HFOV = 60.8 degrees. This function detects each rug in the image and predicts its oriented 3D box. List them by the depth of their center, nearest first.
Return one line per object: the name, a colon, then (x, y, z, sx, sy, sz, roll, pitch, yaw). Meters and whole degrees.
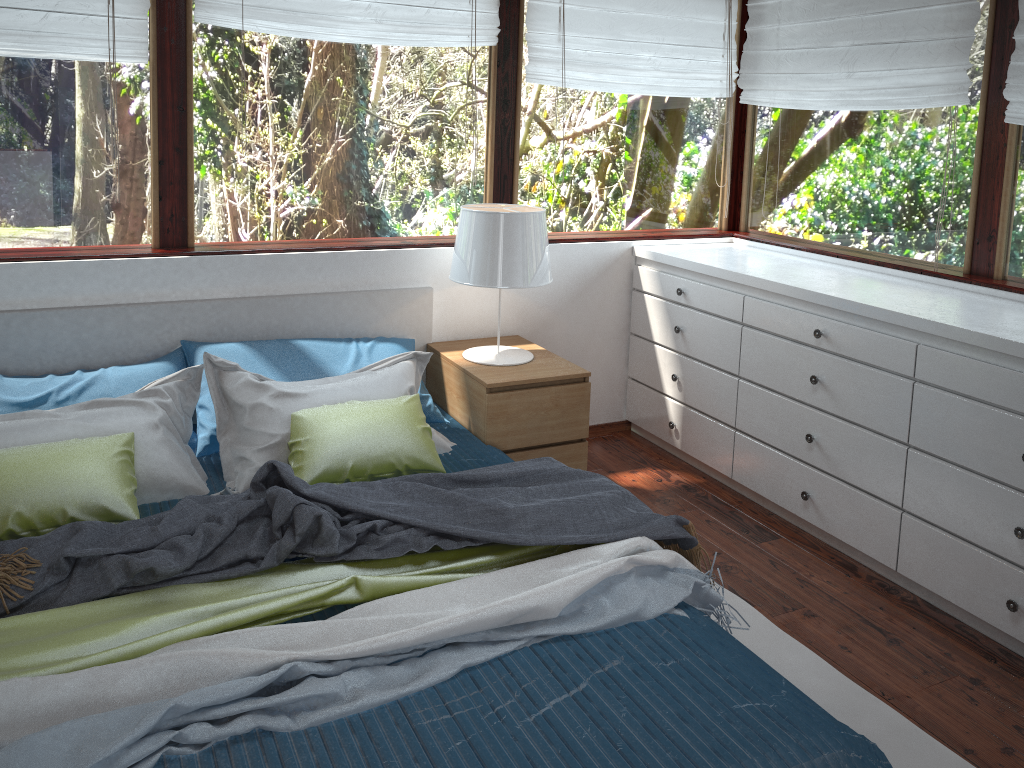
rug: (-0.362, 0.886, 1.766, 2.724, 0.047, 1.856, -6, 19, -26)

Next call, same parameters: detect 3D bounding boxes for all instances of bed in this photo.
bed: (-0.577, 0.413, 2.149, 2.147, 0.748, 2.655, -5, 18, -25)

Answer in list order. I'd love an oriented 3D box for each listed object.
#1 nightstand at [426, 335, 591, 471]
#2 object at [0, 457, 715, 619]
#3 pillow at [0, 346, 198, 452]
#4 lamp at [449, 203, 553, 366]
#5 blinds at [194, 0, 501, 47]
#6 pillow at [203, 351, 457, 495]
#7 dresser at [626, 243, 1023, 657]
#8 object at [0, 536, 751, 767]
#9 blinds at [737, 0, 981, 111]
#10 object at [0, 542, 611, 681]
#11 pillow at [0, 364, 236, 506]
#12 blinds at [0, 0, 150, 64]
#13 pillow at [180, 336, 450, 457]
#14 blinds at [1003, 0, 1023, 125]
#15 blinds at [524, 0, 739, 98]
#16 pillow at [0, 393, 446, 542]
nightstand: (-0.039, 0.157, 3.456, 0.429, 0.527, 0.626, -3, 14, -26)
object: (-0.578, 0.429, 2.177, 2.127, 0.396, 0.649, -3, 15, -18)
pillow: (-1.489, 0.079, 2.814, 0.917, 0.321, 0.357, -7, 15, -28)
lamp: (-0.044, -0.395, 3.398, 0.408, 0.574, 0.415, -5, 12, -35)
blinds: (0.001, -1.732, 3.709, 2.573, 0.640, 0.055, -6, 10, -27)
pillow: (-0.576, 0.077, 2.914, 0.858, 0.381, 0.369, -8, 15, -32)
dresser: (1.487, 0.195, 2.850, 0.618, 0.853, 3.212, -3, 17, -26)
object: (-0.400, 0.696, 1.637, 2.169, 0.366, 0.551, -8, 17, -31)
blinds: (1.402, -1.440, 3.703, 0.054, 0.539, 1.280, -1, 15, -26)
object: (-0.534, 0.645, 1.979, 2.119, 0.435, 0.504, -8, 16, -30)
pillow: (-1.310, 0.194, 2.564, 0.878, 0.349, 0.485, -7, 16, -31)
blinds: (-1.833, -1.321, 2.818, 1.240, 0.483, 0.056, -6, 10, -26)
pillow: (-0.717, -0.004, 3.201, 0.926, 0.310, 0.376, -7, 15, -29)
blinds: (2.013, -1.011, 2.492, 0.054, 0.626, 1.264, -1, 15, -26)
blinds: (0.594, -1.593, 4.035, 1.183, 0.495, 0.054, -6, 10, -27)
pillow: (-0.873, 0.225, 2.568, 1.385, 0.213, 0.320, -7, 16, -27)
